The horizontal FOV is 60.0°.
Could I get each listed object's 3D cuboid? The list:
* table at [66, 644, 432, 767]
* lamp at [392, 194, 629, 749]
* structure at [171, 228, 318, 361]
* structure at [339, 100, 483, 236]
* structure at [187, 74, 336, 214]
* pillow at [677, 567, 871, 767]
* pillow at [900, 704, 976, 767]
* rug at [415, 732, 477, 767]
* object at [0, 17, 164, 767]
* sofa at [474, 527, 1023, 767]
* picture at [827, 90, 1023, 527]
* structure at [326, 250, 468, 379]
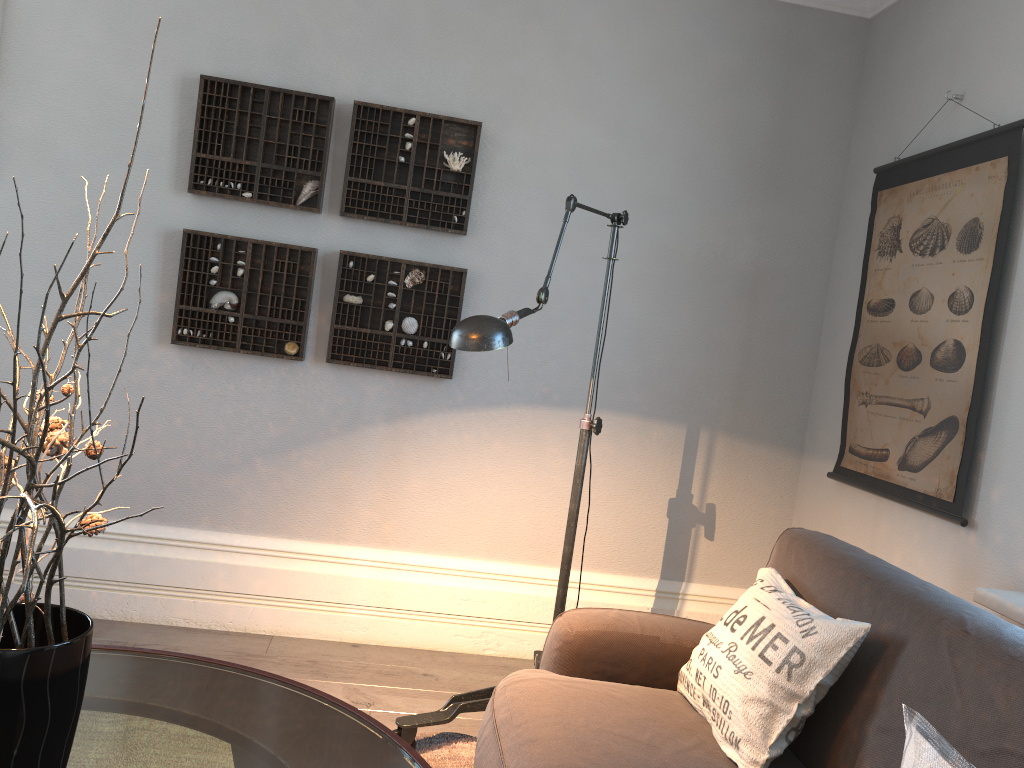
[{"bbox_3d":[-0.727,0.824,1.162,1.299,0.503,1.300,7,3,-14],"label":"table"},{"bbox_3d":[0.416,0.324,2.769,0.797,1.644,1.863,10,3,30],"label":"lamp"},{"bbox_3d":[-0.966,-0.319,3.210,0.468,0.416,0.086,8,3,-7],"label":"structure"},{"bbox_3d":[-0.369,-0.787,3.245,0.468,0.416,0.105,8,3,-7],"label":"structure"},{"bbox_3d":[-0.899,-0.857,3.200,0.468,0.416,0.099,8,3,-7],"label":"structure"},{"bbox_3d":[0.555,0.619,1.973,0.240,0.368,0.519,8,3,-7],"label":"pillow"},{"bbox_3d":[0.611,0.681,1.168,0.159,0.347,0.473,8,3,-10],"label":"pillow"},{"bbox_3d":[-0.716,1.023,1.146,2.400,0.090,2.820,8,3,-7],"label":"rug"},{"bbox_3d":[-0.669,0.050,1.015,0.525,1.065,0.853,6,3,-37],"label":"object"},{"bbox_3d":[0.506,0.816,1.305,0.968,0.824,2.166,8,3,-7],"label":"sofa"},{"bbox_3d":[1.306,-0.277,2.829,0.057,1.313,0.793,8,3,-7],"label":"picture"},{"bbox_3d":[-0.425,-0.254,3.280,0.468,0.416,0.086,8,3,-7],"label":"structure"}]
